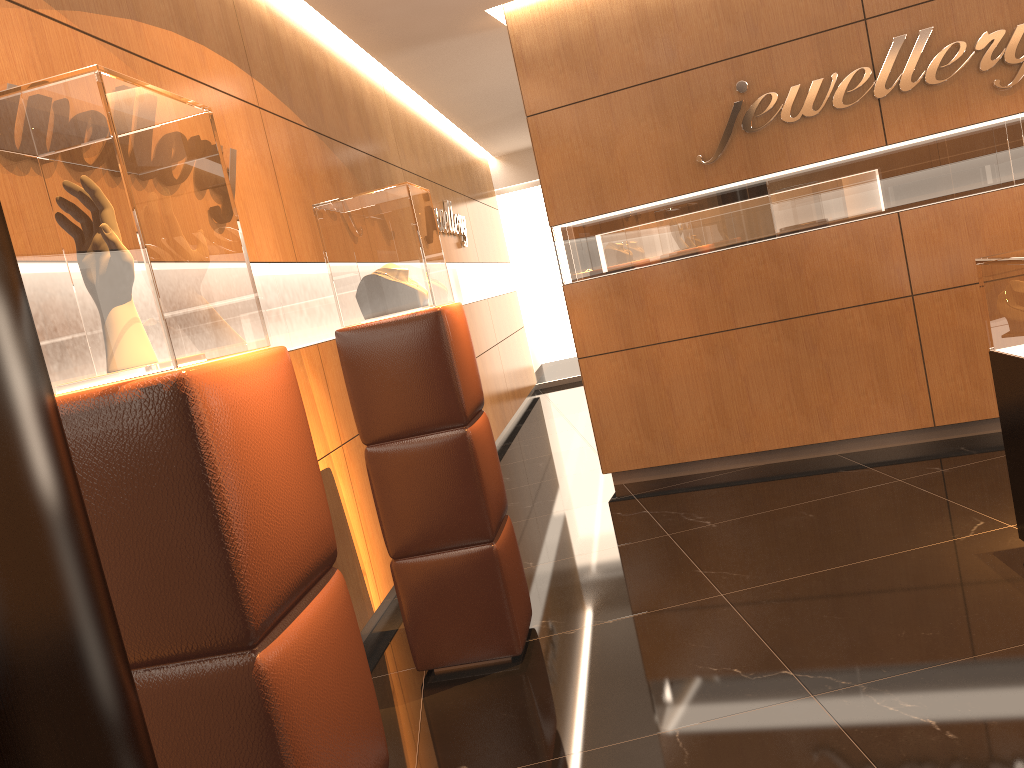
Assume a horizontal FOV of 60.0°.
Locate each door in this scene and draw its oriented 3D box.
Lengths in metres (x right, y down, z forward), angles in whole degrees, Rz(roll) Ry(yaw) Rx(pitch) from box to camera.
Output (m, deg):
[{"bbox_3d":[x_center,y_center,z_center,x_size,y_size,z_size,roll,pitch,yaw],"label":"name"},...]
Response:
[{"bbox_3d":[0.378,-1.377,12.506,1.249,2.882,0.134,-12,6,8],"label":"door"}]

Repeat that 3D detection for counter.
[{"bbox_3d":[2.111,0.178,2.324,0.615,1.173,2.514,-12,6,8],"label":"counter"}]

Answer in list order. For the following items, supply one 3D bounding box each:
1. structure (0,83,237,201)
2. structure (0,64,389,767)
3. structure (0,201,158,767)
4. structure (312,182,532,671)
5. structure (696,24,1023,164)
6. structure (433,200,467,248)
[{"bbox_3d":[-1.280,-0.748,2.748,0.034,0.442,2.050,-12,6,8],"label":"structure"},{"bbox_3d":[-0.615,0.473,1.748,0.498,2.000,0.484,-12,6,8],"label":"structure"},{"bbox_3d":[-0.517,-0.121,0.244,0.613,3.430,0.613,-11,6,13],"label":"structure"},{"bbox_3d":[-0.365,0.177,3.795,0.498,1.968,0.484,-12,6,8],"label":"structure"},{"bbox_3d":[2.087,-1.773,5.277,2.050,0.442,0.034,-10,6,19],"label":"structure"},{"bbox_3d":[-0.607,-1.490,8.171,0.034,0.442,2.050,-12,6,8],"label":"structure"}]
